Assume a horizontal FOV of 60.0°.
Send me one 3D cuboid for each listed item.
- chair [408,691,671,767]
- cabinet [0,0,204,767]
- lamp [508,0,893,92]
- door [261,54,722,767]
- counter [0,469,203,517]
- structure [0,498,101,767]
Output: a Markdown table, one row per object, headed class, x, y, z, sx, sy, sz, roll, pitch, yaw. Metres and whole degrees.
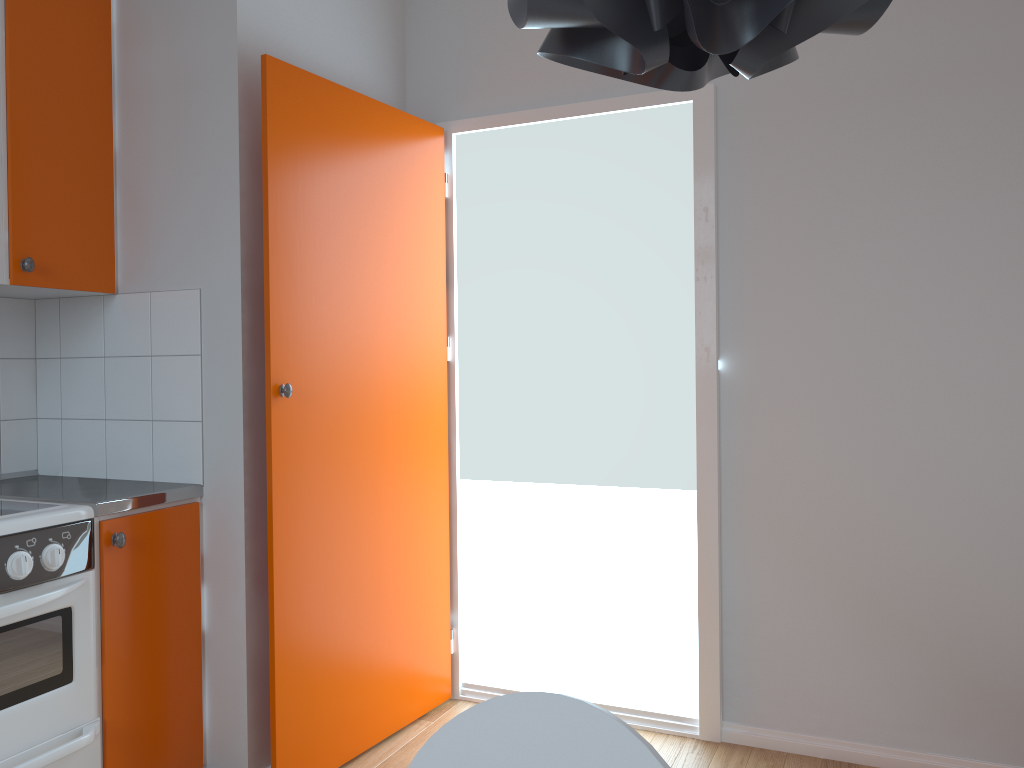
| class | x | y | z | sx | sy | sz | roll | pitch | yaw |
| --- | --- | --- | --- | --- | --- | --- | --- | --- | --- |
| chair | -0.164 | 0.739 | 0.634 | 0.636 | 0.870 | 0.512 | -1 | 1 | -41 |
| cabinet | -1.784 | 0.008 | 1.216 | 0.709 | 2.348 | 3.084 | 0 | 1 | 24 |
| lamp | 0.065 | -0.874 | 0.343 | 0.172 | 1.505 | 0.167 | 0 | 1 | 41 |
| door | -0.102 | 0.100 | 2.898 | 1.386 | 2.055 | 0.694 | -1 | 1 | -17 |
| counter | -1.796 | 0.364 | 1.225 | 0.686 | 0.132 | 3.083 | 0 | 1 | 24 |
| structure | -1.416 | 0.730 | 2.018 | 0.738 | 0.864 | 0.614 | 0 | 1 | 24 |
